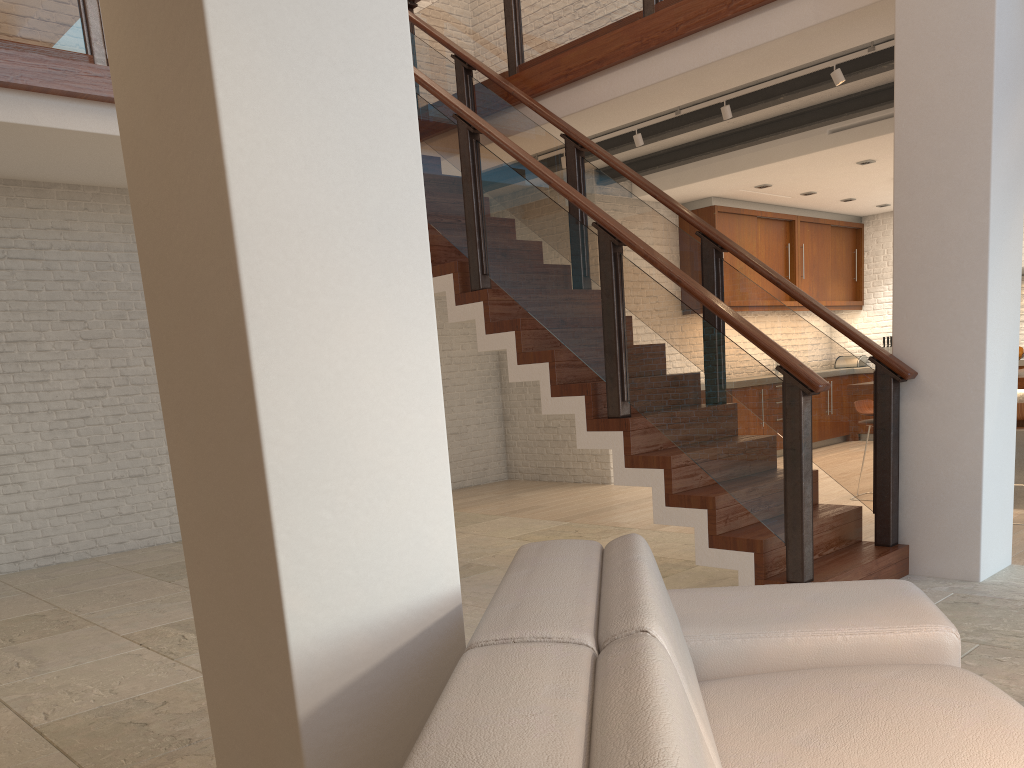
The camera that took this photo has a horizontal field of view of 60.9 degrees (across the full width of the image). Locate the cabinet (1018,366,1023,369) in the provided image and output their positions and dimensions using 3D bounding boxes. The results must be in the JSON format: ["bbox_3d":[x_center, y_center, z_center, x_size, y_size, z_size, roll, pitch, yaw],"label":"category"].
[{"bbox_3d":[4.364,-0.678,9.800,4.791,2.902,2.209,-4,7,12],"label":"cabinet"}]

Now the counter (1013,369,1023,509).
[{"bbox_3d":[3.959,0.357,6.658,2.457,0.940,1.680,-6,4,-43],"label":"counter"}]

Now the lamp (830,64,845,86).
[{"bbox_3d":[1.960,-1.855,5.244,0.087,0.132,0.057,-3,9,7],"label":"lamp"}]

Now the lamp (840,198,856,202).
[{"bbox_3d":[3.771,-2.082,9.776,0.122,0.056,0.123,-7,3,-43],"label":"lamp"}]

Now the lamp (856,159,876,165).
[{"bbox_3d":[3.186,-2.013,7.844,0.122,0.056,0.123,-7,3,-43],"label":"lamp"}]

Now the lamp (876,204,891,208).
[{"bbox_3d":[4.416,-2.139,10.366,0.122,0.056,0.123,-7,3,-43],"label":"lamp"}]

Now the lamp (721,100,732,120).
[{"bbox_3d":[1.431,-1.820,5.814,0.084,0.132,0.060,-11,11,-40],"label":"lamp"}]

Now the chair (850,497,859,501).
[{"bbox_3d":[2.913,0.514,6.840,0.397,0.793,0.419,-12,12,-42],"label":"chair"}]

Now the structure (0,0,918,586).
[{"bbox_3d":[2.065,-1.119,4.885,13.636,4.233,10.120,-6,3,-43],"label":"structure"}]

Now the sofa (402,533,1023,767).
[{"bbox_3d":[0.496,0.772,1.518,1.145,0.771,2.282,-4,2,7],"label":"sofa"}]

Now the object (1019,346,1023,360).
[{"bbox_3d":[3.420,-0.176,6.097,0.366,0.227,0.355,-4,4,12],"label":"object"}]

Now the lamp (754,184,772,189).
[{"bbox_3d":[2.477,-1.967,8.594,0.122,0.056,0.123,-7,3,-43],"label":"lamp"}]

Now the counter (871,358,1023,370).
[{"bbox_3d":[4.328,-0.135,9.461,3.280,0.071,3.511,-5,1,-43],"label":"counter"}]

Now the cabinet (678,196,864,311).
[{"bbox_3d":[3.175,-1.437,10.304,3.289,1.192,0.457,-6,8,-42],"label":"cabinet"}]

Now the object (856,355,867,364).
[{"bbox_3d":[4.456,-0.285,11.481,0.246,0.163,0.343,-8,4,-43],"label":"object"}]

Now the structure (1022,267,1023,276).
[{"bbox_3d":[5.429,-1.699,9.938,0.449,1.015,0.980,-13,10,-43],"label":"structure"}]

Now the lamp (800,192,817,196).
[{"bbox_3d":[3.124,-2.024,9.185,0.122,0.056,0.123,-7,3,-43],"label":"lamp"}]

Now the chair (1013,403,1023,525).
[{"bbox_3d":[3.273,0.499,5.690,0.414,0.793,0.401,-12,12,-42],"label":"chair"}]

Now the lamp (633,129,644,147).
[{"bbox_3d":[0.921,-1.786,6.353,0.084,0.132,0.060,-11,11,-40],"label":"lamp"}]

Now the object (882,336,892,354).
[{"bbox_3d":[4.820,-0.418,11.132,0.065,0.384,0.320,-14,12,-43],"label":"object"}]
